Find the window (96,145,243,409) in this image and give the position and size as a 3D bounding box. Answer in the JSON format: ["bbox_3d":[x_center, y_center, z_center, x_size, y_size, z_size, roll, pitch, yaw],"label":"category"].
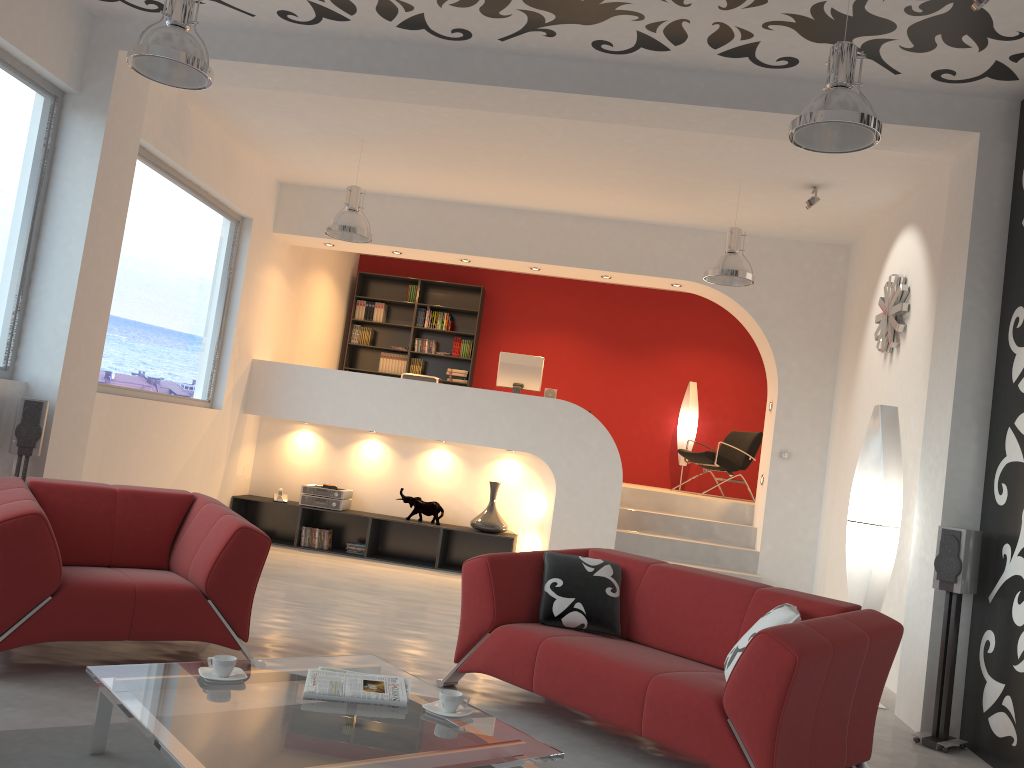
[{"bbox_3d":[-2.785,-0.775,6.997,0.100,1.800,2.400,7,-4,6],"label":"window"}]

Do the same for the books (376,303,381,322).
[{"bbox_3d":[-1.712,-0.911,11.522,0.040,0.260,0.200,7,-4,6],"label":"books"}]

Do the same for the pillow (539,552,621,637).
[{"bbox_3d":[0.342,1.029,4.364,0.402,0.343,0.288,8,-4,-2],"label":"pillow"}]

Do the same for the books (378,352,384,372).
[{"bbox_3d":[-1.668,-0.269,11.460,0.040,0.260,0.200,7,-4,6],"label":"books"}]

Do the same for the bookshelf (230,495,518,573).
[{"bbox_3d":[-1.349,1.474,8.615,2.764,0.397,0.405,7,-4,6],"label":"bookshelf"}]

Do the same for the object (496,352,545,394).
[{"bbox_3d":[0.079,-0.074,9.044,0.458,0.452,0.230,7,-4,6],"label":"object"}]

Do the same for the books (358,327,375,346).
[{"bbox_3d":[-1.895,-0.605,11.523,0.146,0.240,0.170,7,-4,6],"label":"books"}]

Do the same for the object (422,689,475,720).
[{"bbox_3d":[-0.209,1.066,2.961,0.153,0.069,0.153,5,-5,32],"label":"object"}]

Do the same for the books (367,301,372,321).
[{"bbox_3d":[-1.832,-0.926,11.535,0.040,0.260,0.200,7,-4,6],"label":"books"}]

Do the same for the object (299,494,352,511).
[{"bbox_3d":[-1.828,1.152,8.685,0.430,0.100,0.365,7,-4,6],"label":"object"}]

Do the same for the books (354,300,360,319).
[{"bbox_3d":[-1.992,-0.947,11.551,0.040,0.260,0.200,7,-4,6],"label":"books"}]

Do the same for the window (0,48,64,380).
[{"bbox_3d":[-3.042,-1.024,4.220,0.100,1.800,2.400,7,-4,6],"label":"window"}]

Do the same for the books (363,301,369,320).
[{"bbox_3d":[-1.872,-0.932,11.539,0.040,0.260,0.200,7,-4,6],"label":"books"}]

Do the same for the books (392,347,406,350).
[{"bbox_3d":[-1.449,-0.448,11.476,0.190,0.015,0.135,7,-4,6],"label":"books"}]

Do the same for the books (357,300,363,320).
[{"bbox_3d":[-1.952,-0.942,11.547,0.040,0.260,0.200,7,-4,6],"label":"books"}]

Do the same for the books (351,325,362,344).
[{"bbox_3d":[-2.012,-0.629,11.537,0.090,0.256,0.181,7,-4,6],"label":"books"}]

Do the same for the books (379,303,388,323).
[{"bbox_3d":[-1.672,-0.905,11.518,0.040,0.260,0.200,7,-4,6],"label":"books"}]

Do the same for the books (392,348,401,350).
[{"bbox_3d":[-1.459,-0.435,11.476,0.190,0.015,0.135,7,-4,6],"label":"books"}]

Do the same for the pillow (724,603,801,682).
[{"bbox_3d":[1.033,1.070,3.646,0.288,0.343,0.402,7,-4,13],"label":"pillow"}]

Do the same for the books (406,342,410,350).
[{"bbox_3d":[-1.316,-0.502,11.469,0.063,0.187,0.135,7,-4,6],"label":"books"}]

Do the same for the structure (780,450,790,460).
[{"bbox_3d":[2.486,0.647,8.087,0.080,0.080,0.016,7,-4,6],"label":"structure"}]

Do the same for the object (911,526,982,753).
[{"bbox_3d":[2.259,1.301,4.574,0.229,1.112,0.214,11,-6,-39],"label":"object"}]

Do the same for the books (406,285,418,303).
[{"bbox_3d":[-1.272,-1.145,11.514,0.146,0.240,0.170,7,-4,6],"label":"books"}]

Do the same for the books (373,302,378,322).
[{"bbox_3d":[-1.752,-0.916,11.526,0.040,0.260,0.200,7,-4,6],"label":"books"}]

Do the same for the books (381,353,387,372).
[{"bbox_3d":[-1.628,-0.264,11.456,0.040,0.260,0.200,7,-4,6],"label":"books"}]

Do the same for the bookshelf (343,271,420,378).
[{"bbox_3d":[-1.715,-0.290,11.434,0.816,2.213,0.305,7,-4,6],"label":"bookshelf"}]

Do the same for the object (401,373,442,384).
[{"bbox_3d":[-0.927,0.027,9.209,0.397,0.217,0.458,7,-4,6],"label":"object"}]

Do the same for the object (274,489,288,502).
[{"bbox_3d":[-2.253,1.082,8.652,0.130,0.117,0.146,9,-5,-19],"label":"object"}]

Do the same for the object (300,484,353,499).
[{"bbox_3d":[-1.813,1.056,8.701,0.430,0.077,0.349,7,-4,6],"label":"object"}]

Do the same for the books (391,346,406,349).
[{"bbox_3d":[-1.465,-0.466,11.479,0.190,0.015,0.135,7,-4,6],"label":"books"}]

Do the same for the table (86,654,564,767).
[{"bbox_3d":[-0.640,1.174,2.814,1.097,0.286,1.162,11,-6,-39],"label":"table"}]

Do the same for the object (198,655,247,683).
[{"bbox_3d":[-0.976,0.963,3.005,0.153,0.069,0.153,10,-5,-27],"label":"object"}]

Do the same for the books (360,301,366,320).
[{"bbox_3d":[-1.912,-0.937,11.543,0.040,0.260,0.200,7,-4,6],"label":"books"}]

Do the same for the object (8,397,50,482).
[{"bbox_3d":[-2.846,0.634,5.099,0.214,1.112,0.229,10,-5,-29],"label":"object"}]

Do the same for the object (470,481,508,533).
[{"bbox_3d":[-0.194,1.184,8.535,0.369,0.481,0.369,10,-5,-29],"label":"object"}]

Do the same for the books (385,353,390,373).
[{"bbox_3d":[-1.589,-0.259,11.452,0.040,0.260,0.200,7,-4,6],"label":"books"}]

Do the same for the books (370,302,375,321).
[{"bbox_3d":[-1.792,-0.921,11.531,0.040,0.260,0.200,7,-4,6],"label":"books"}]

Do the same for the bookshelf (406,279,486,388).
[{"bbox_3d":[-0.910,-0.185,11.350,0.816,2.213,0.305,7,-4,6],"label":"bookshelf"}]

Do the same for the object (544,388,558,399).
[{"bbox_3d":[0.387,0.123,9.048,0.133,0.147,0.151,9,-4,-11],"label":"object"}]

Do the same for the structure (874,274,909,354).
[{"bbox_3d":[2.828,-0.527,6.640,0.090,0.596,0.596,7,-4,6],"label":"structure"}]

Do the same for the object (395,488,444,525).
[{"bbox_3d":[-0.890,1.188,8.623,0.507,0.296,0.191,6,-5,21],"label":"object"}]
